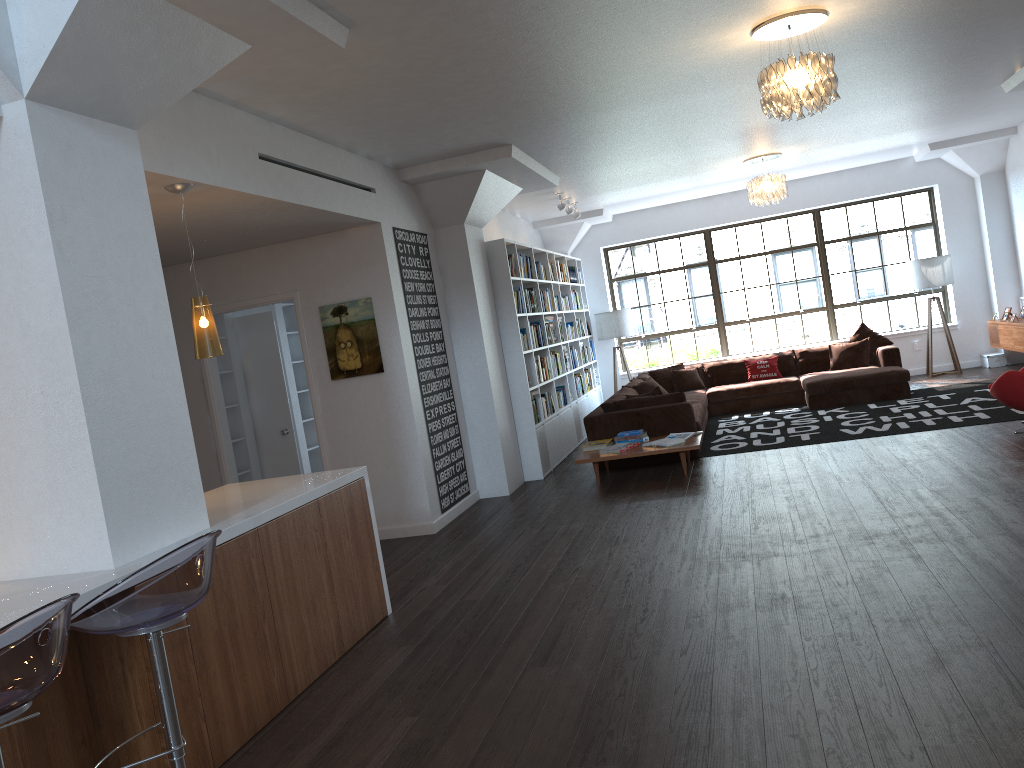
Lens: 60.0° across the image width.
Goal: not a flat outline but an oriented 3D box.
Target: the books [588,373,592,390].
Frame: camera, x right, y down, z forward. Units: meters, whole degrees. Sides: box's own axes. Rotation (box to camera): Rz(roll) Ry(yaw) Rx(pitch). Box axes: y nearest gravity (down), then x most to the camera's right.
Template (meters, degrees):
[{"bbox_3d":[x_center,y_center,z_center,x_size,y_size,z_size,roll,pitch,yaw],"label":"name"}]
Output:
[{"bbox_3d":[1.003,-0.025,12.430,0.189,0.247,0.057,-9,3,15],"label":"books"}]

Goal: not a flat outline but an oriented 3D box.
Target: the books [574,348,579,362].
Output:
[{"bbox_3d":[0.787,-0.340,11.781,0.170,0.251,0.118,-9,3,15],"label":"books"}]

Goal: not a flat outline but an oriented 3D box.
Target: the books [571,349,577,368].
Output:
[{"bbox_3d":[0.722,-0.314,11.482,0.182,0.253,0.098,-9,3,15],"label":"books"}]

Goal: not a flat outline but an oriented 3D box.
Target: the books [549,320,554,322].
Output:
[{"bbox_3d":[0.401,-0.746,10.618,0.144,0.024,0.208,-8,3,20],"label":"books"}]

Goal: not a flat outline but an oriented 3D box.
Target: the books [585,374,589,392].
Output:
[{"bbox_3d":[0.943,-0.005,12.172,0.183,0.253,0.037,-9,3,15],"label":"books"}]

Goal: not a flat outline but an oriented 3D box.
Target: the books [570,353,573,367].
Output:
[{"bbox_3d":[0.671,-0.298,11.300,0.182,0.255,0.077,-9,3,15],"label":"books"}]

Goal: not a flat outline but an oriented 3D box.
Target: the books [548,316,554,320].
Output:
[{"bbox_3d":[0.401,-0.779,10.611,0.129,0.043,0.185,-8,3,29],"label":"books"}]

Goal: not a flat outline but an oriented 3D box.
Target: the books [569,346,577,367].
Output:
[{"bbox_3d":[0.728,-0.339,11.585,0.197,0.290,0.136,-9,3,15],"label":"books"}]

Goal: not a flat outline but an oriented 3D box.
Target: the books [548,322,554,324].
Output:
[{"bbox_3d":[0.387,-0.718,10.633,0.223,0.027,0.161,-9,3,4],"label":"books"}]

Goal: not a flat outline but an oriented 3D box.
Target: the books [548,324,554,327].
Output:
[{"bbox_3d":[0.400,-0.689,10.608,0.161,0.033,0.223,-9,3,15],"label":"books"}]

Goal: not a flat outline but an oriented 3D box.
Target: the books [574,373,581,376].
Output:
[{"bbox_3d":[0.851,0.011,11.827,0.176,0.290,0.036,-9,3,14],"label":"books"}]

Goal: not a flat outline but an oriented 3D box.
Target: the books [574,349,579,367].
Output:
[{"bbox_3d":[0.778,-0.332,11.729,0.174,0.242,0.105,-9,3,15],"label":"books"}]

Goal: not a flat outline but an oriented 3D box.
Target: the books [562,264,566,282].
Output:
[{"bbox_3d":[0.606,-1.447,11.727,0.183,0.253,0.034,-9,3,15],"label":"books"}]

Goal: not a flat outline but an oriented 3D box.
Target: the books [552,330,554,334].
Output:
[{"bbox_3d":[0.411,-0.612,10.610,0.168,0.045,0.231,-9,3,10],"label":"books"}]

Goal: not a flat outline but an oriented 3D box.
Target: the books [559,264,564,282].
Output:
[{"bbox_3d":[0.577,-1.433,11.616,0.171,0.246,0.057,-9,3,15],"label":"books"}]

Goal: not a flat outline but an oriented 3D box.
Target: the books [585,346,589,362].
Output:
[{"bbox_3d":[0.999,-0.408,12.629,0.168,0.228,0.139,-9,3,15],"label":"books"}]

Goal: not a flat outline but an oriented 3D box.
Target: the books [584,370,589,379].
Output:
[{"bbox_3d":[0.973,-0.036,12.373,0.198,0.284,0.066,-9,3,15],"label":"books"}]

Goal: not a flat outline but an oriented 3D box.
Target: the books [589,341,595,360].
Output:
[{"bbox_3d":[1.118,-0.484,13.091,0.176,0.290,0.053,-9,3,15],"label":"books"}]

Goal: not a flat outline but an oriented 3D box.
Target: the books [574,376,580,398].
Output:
[{"bbox_3d":[0.753,0.049,11.459,0.198,0.284,0.066,-9,3,14],"label":"books"}]

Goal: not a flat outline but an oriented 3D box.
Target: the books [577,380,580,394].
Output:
[{"bbox_3d":[0.792,0.070,11.525,0.161,0.223,0.026,-9,3,14],"label":"books"}]

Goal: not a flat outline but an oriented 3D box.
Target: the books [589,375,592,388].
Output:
[{"bbox_3d":[1.041,-0.016,12.522,0.144,0.207,0.048,-9,3,15],"label":"books"}]

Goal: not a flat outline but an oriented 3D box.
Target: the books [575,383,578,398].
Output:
[{"bbox_3d":[0.749,0.085,11.376,0.161,0.223,0.026,-9,3,14],"label":"books"}]

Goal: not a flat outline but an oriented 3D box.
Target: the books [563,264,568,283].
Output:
[{"bbox_3d":[0.639,-1.460,11.859,0.183,0.253,0.034,-9,3,15],"label":"books"}]

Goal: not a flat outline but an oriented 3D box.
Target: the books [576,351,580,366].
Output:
[{"bbox_3d":[0.814,-0.333,11.852,0.161,0.222,0.084,-9,3,15],"label":"books"}]

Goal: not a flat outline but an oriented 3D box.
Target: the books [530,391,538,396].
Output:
[{"bbox_3d":[0.135,0.108,9.043,0.223,0.027,0.161,-8,3,24],"label":"books"}]

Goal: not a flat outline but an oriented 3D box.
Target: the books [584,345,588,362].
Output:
[{"bbox_3d":[0.967,-0.408,12.509,0.160,0.251,0.039,-9,3,15],"label":"books"}]

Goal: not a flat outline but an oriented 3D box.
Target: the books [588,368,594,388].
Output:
[{"bbox_3d":[1.062,-0.071,12.690,0.176,0.290,0.053,-9,3,15],"label":"books"}]

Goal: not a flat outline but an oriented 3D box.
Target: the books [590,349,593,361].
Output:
[{"bbox_3d":[1.066,-0.435,12.848,0.172,0.235,0.112,-9,3,15],"label":"books"}]

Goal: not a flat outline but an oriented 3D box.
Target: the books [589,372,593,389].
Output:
[{"bbox_3d":[1.048,-0.042,12.611,0.171,0.246,0.057,-9,3,15],"label":"books"}]

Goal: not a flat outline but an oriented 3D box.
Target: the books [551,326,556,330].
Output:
[{"bbox_3d":[0.410,-0.654,10.602,0.183,0.042,0.253,-9,3,15],"label":"books"}]

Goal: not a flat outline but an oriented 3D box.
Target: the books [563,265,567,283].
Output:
[{"bbox_3d":[0.629,-1.455,11.831,0.160,0.250,0.026,-9,3,15],"label":"books"}]

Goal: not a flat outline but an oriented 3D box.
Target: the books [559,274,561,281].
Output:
[{"bbox_3d":[0.535,-1.406,11.456,0.161,0.223,0.027,-9,3,15],"label":"books"}]

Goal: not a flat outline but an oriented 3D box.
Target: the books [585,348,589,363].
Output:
[{"bbox_3d":[0.986,-0.391,12.544,0.161,0.221,0.035,-9,3,14],"label":"books"}]

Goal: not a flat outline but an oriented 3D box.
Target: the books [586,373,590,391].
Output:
[{"bbox_3d":[0.978,-0.018,12.313,0.183,0.253,0.037,-9,3,15],"label":"books"}]

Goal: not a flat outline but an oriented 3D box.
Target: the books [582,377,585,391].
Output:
[{"bbox_3d":[0.888,0.032,11.941,0.161,0.223,0.027,-9,3,14],"label":"books"}]

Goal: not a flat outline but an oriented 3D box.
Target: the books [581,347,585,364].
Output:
[{"bbox_3d":[0.893,-0.381,12.230,0.183,0.253,0.039,-9,3,15],"label":"books"}]

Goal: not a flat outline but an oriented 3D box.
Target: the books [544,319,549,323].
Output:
[{"bbox_3d":[0.314,-0.710,10.217,0.174,0.045,0.240,-9,3,14],"label":"books"}]

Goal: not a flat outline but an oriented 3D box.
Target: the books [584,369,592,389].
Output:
[{"bbox_3d":[1.028,-0.057,12.473,0.140,0.298,0.044,-9,3,15],"label":"books"}]

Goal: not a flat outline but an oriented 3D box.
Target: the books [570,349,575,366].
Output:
[{"bbox_3d":[0.700,-0.310,11.439,0.182,0.255,0.077,-9,3,15],"label":"books"}]

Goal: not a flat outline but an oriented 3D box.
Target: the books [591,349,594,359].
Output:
[{"bbox_3d":[1.098,-0.434,12.996,0.161,0.213,0.146,-9,3,15],"label":"books"}]

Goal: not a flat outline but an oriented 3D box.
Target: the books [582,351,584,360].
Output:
[{"bbox_3d":[0.901,-0.367,12.194,0.161,0.223,0.030,-9,3,15],"label":"books"}]

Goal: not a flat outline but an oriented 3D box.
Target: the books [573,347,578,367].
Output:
[{"bbox_3d":[0.747,-0.347,11.645,0.176,0.293,0.125,-9,3,15],"label":"books"}]

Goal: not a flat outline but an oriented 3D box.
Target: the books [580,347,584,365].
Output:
[{"bbox_3d":[0.878,-0.375,12.126,0.174,0.251,0.051,-9,3,15],"label":"books"}]

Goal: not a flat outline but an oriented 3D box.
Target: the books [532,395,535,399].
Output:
[{"bbox_3d":[0.139,0.143,9.069,0.174,0.045,0.240,-9,3,4],"label":"books"}]

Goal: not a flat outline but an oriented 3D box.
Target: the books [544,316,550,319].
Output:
[{"bbox_3d":[0.311,-0.745,10.191,0.223,0.027,0.161,-8,3,24],"label":"books"}]

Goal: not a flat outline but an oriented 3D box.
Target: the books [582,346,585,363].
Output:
[{"bbox_3d":[0.914,-0.386,12.296,0.171,0.246,0.036,-9,3,15],"label":"books"}]

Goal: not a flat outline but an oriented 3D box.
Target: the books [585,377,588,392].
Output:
[{"bbox_3d":[0.930,-0.001,12.139,0.183,0.253,0.036,-9,3,15],"label":"books"}]

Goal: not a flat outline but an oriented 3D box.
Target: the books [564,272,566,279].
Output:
[{"bbox_3d":[0.610,-1.450,11.760,0.183,0.253,0.034,-9,3,15],"label":"books"}]

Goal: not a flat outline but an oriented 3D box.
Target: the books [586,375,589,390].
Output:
[{"bbox_3d":[0.968,-0.013,12.283,0.160,0.250,0.027,-9,3,15],"label":"books"}]

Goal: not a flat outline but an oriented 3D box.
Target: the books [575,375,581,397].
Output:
[{"bbox_3d":[0.787,0.035,11.563,0.176,0.290,0.053,-9,3,14],"label":"books"}]

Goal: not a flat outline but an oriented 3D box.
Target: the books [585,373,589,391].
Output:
[{"bbox_3d":[0.947,-0.007,12.207,0.183,0.253,0.036,-9,3,15],"label":"books"}]

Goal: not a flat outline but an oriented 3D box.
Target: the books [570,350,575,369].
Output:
[{"bbox_3d":[0.698,-0.301,11.399,0.174,0.243,0.085,-9,3,15],"label":"books"}]

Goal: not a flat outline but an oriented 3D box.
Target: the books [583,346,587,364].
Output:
[{"bbox_3d":[0.943,-0.401,12.411,0.183,0.253,0.042,-9,3,15],"label":"books"}]

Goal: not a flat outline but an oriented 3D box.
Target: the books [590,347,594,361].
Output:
[{"bbox_3d":[1.091,-0.432,12.946,0.161,0.213,0.118,-9,3,15],"label":"books"}]

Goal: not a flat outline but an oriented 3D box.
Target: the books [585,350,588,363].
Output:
[{"bbox_3d":[0.966,-0.393,12.474,0.161,0.223,0.032,-9,3,15],"label":"books"}]

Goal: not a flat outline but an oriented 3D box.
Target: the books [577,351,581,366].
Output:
[{"bbox_3d":[0.820,-0.334,11.886,0.161,0.218,0.101,-9,3,15],"label":"books"}]
